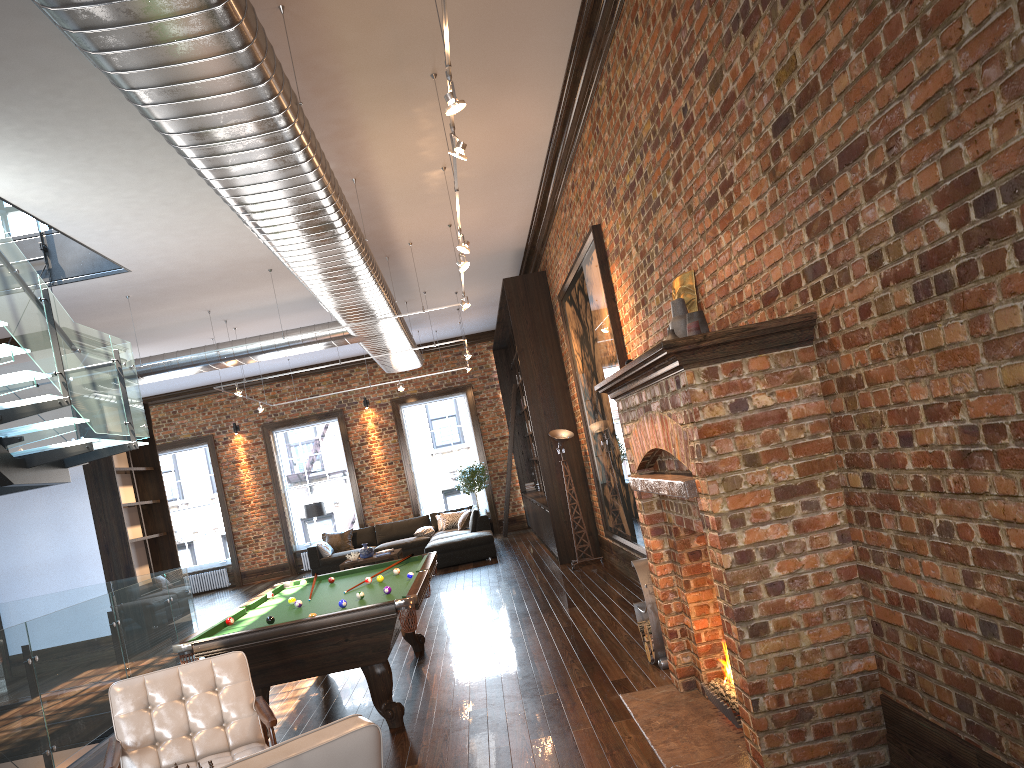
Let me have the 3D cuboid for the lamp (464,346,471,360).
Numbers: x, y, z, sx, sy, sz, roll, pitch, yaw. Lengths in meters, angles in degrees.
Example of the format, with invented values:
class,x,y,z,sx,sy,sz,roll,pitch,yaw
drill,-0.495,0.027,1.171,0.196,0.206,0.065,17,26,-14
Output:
class,x,y,z,sx,sy,sz,roll,pitch,yaw
lamp,-0.745,-0.524,14.916,0.113,0.230,0.115,-11,-1,-27

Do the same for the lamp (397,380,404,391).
class,x,y,z,sx,sy,sz,roll,pitch,yaw
lamp,-2.253,0.031,17.923,0.112,0.230,0.115,-11,-1,-34

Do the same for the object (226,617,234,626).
class,x,y,z,sx,sy,sz,roll,pitch,yaw
object,-1.989,1.675,6.254,0.057,0.057,0.057,-14,-3,44

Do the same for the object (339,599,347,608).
class,x,y,z,sx,sy,sz,roll,pitch,yaw
object,-1.142,1.483,5.988,0.057,0.057,0.057,-11,-2,2

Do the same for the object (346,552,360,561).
class,x,y,z,sx,sy,sz,roll,pitch,yaw
object,-2.745,2.999,15.431,0.221,0.159,0.216,-14,-4,39

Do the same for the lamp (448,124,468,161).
class,x,y,z,sx,sy,sz,roll,pitch,yaw
lamp,-0.333,-1.423,5.230,0.113,0.230,0.114,-11,-1,-29

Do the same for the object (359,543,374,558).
class,x,y,z,sx,sy,sz,roll,pitch,yaw
object,-2.568,2.933,15.604,0.217,0.251,0.214,-12,-2,30

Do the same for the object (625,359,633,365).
class,x,y,z,sx,sy,sz,roll,pitch,yaw
object,0.724,-0.101,5.289,0.238,0.105,0.237,-12,-4,7

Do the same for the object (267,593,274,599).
class,x,y,z,sx,sy,sz,roll,pitch,yaw
object,-2.034,1.787,7.472,0.057,0.057,0.057,-11,-2,-4

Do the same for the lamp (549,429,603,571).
class,x,y,z,sx,sy,sz,roll,pitch,yaw
lamp,0.814,1.474,11.561,0.425,1.825,0.506,-11,0,2

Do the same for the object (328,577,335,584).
class,x,y,z,sx,sy,sz,roll,pitch,yaw
object,-1.586,1.724,7.789,0.056,0.057,0.057,-9,-3,-44

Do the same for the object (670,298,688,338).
class,x,y,z,sx,sy,sz,roll,pitch,yaw
object,0.956,-0.301,4.944,0.146,0.349,0.144,-12,-1,34

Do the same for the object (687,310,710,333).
class,x,y,z,sx,sy,sz,roll,pitch,yaw
object,1.003,-0.271,4.764,0.121,0.242,0.120,-12,-1,17

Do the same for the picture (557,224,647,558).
class,x,y,z,sx,sy,sz,roll,pitch,yaw
picture,0.952,0.242,9.262,0.080,2.997,3.211,-11,-2,-3

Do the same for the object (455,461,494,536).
class,x,y,z,sx,sy,sz,roll,pitch,yaw
object,-0.778,2.588,19.190,0.813,1.862,0.800,-11,-1,5

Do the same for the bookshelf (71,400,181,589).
class,x,y,z,sx,sy,sz,roll,pitch,yaw
bookshelf,-5.400,1.946,12.709,0.400,3.513,1.786,-11,-1,-3

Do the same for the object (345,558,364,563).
class,x,y,z,sx,sy,sz,roll,pitch,yaw
object,-2.740,3.070,15.420,0.268,0.018,0.201,-13,-5,21

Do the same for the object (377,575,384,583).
class,x,y,z,sx,sy,sz,roll,pitch,yaw
object,-1.054,1.559,7.088,0.057,0.057,0.057,-11,-2,-3

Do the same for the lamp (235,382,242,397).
class,x,y,z,sx,sy,sz,roll,pitch,yaw
lamp,-4.282,0.090,13.832,0.114,0.230,0.113,-12,-1,18

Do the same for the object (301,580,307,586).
class,x,y,z,sx,sy,sz,roll,pitch,yaw
object,-1.890,1.806,8.047,0.057,0.057,0.057,-11,-2,-2

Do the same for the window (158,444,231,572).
class,x,y,z,sx,sy,sz,roll,pitch,yaw
window,-7.104,2.784,19.584,1.519,2.750,0.155,-11,0,-2

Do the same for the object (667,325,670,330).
class,x,y,z,sx,sy,sz,roll,pitch,yaw
object,0.966,-0.239,5.091,0.117,0.249,0.119,-10,-1,-45

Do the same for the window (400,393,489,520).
class,x,y,z,sx,sy,sz,roll,pitch,yaw
window,-1.499,1.687,19.825,1.519,2.750,0.155,-11,0,-2

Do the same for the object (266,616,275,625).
class,x,y,z,sx,sy,sz,roll,pitch,yaw
object,-1.600,1.565,5.875,0.057,0.057,0.057,-11,-2,2

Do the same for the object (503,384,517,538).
class,x,y,z,sx,sy,sz,roll,pitch,yaw
object,-0.046,1.596,18.431,0.896,3.074,0.496,-11,0,-3

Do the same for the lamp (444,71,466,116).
class,x,y,z,sx,sy,sz,roll,pitch,yaw
lamp,-0.306,-1.496,4.541,0.118,0.212,0.116,-12,-1,39

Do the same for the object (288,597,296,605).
class,x,y,z,sx,sy,sz,roll,pitch,yaw
object,-1.682,1.658,6.783,0.057,0.057,0.056,-13,-3,34

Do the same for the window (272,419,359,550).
class,x,y,z,sx,sy,sz,roll,pitch,yaw
window,-4.303,2.235,19.705,1.519,2.750,0.155,-11,0,-2

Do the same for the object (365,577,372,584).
class,x,y,z,sx,sy,sz,roll,pitch,yaw
object,-1.156,1.584,7.142,0.056,0.057,0.057,-9,-3,-38

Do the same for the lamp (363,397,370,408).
class,x,y,z,sx,sy,sz,roll,pitch,yaw
lamp,-3.187,0.413,19.364,0.126,0.236,0.155,-11,-1,-3

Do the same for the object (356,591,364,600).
class,x,y,z,sx,sy,sz,roll,pitch,yaw
object,-1.069,1.491,6.252,0.057,0.057,0.056,-13,-3,36

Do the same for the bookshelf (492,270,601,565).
class,x,y,z,sx,sy,sz,roll,pitch,yaw
bookshelf,0.404,0.805,15.845,0.599,3.992,7.435,-11,-4,-3

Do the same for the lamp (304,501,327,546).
class,x,y,z,sx,sy,sz,roll,pitch,yaw
lamp,-3.842,3.071,17.349,0.692,1.465,0.417,-12,0,27

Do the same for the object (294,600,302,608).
class,x,y,z,sx,sy,sz,roll,pitch,yaw
object,-1.563,1.610,6.492,0.056,0.057,0.057,-10,-3,-33

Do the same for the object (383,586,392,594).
class,x,y,z,sx,sy,sz,roll,pitch,yaw
object,-0.876,1.452,6.244,0.057,0.057,0.057,-12,-2,19

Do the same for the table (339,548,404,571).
class,x,y,z,sx,sy,sz,roll,pitch,yaw
table,-2.450,3.219,15.677,0.999,0.345,1.004,-11,-4,-3

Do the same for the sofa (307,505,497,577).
class,x,y,z,sx,sy,sz,roll,pitch,yaw
sofa,-2.095,2.962,16.229,3.497,0.803,3.462,-11,-4,-3

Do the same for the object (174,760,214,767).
class,x,y,z,sx,sy,sz,roll,pitch,yaw
object,-1.365,1.585,3.569,0.332,0.101,0.076,-9,-3,-28

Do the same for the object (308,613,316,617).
class,x,y,z,sx,sy,sz,roll,pitch,yaw
object,-1.254,1.472,5.587,0.057,0.057,0.057,-12,-2,15

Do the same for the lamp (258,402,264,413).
class,x,y,z,sx,sy,sz,roll,pitch,yaw
lamp,-4.747,0.429,16.752,0.115,0.230,0.112,-12,-1,38

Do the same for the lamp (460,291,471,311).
class,x,y,z,sx,sy,sz,roll,pitch,yaw
lamp,-0.542,-0.959,10.233,0.114,0.230,0.113,-11,-1,11

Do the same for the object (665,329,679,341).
class,x,y,z,sx,sy,sz,roll,pitch,yaw
object,0.863,-0.208,4.737,0.137,0.169,0.135,-13,-2,39

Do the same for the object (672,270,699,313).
class,x,y,z,sx,sy,sz,roll,pitch,yaw
object,1.040,-0.378,5.347,0.125,0.535,0.410,-11,-2,-3

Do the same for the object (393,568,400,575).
class,x,y,z,sx,sy,sz,roll,pitch,yaw
object,-0.965,1.569,7.416,0.057,0.057,0.056,-13,-3,42

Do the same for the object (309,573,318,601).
class,x,y,z,sx,sy,sz,roll,pitch,yaw
object,-1.697,1.719,7.571,0.028,0.072,1.615,-11,-5,-11

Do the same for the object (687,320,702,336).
class,x,y,z,sx,sy,sz,roll,pitch,yaw
object,0.959,-0.240,4.644,0.082,0.178,0.081,-12,-1,39

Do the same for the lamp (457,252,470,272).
class,x,y,z,sx,sy,sz,roll,pitch,yaw
lamp,-0.454,-1.151,8.169,0.113,0.230,0.114,-11,-1,-24

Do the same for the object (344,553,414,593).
class,x,y,z,sx,sy,sz,roll,pitch,yaw
object,-1.113,1.605,7.596,0.028,0.072,1.604,-11,-5,12

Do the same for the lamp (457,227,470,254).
class,x,y,z,sx,sy,sz,roll,pitch,yaw
lamp,-0.425,-1.213,7.504,0.114,0.230,0.113,-12,-1,26

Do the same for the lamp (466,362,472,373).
class,x,y,z,sx,sy,sz,roll,pitch,yaw
lamp,-0.828,-0.338,16.921,0.114,0.230,0.113,-12,-1,36
